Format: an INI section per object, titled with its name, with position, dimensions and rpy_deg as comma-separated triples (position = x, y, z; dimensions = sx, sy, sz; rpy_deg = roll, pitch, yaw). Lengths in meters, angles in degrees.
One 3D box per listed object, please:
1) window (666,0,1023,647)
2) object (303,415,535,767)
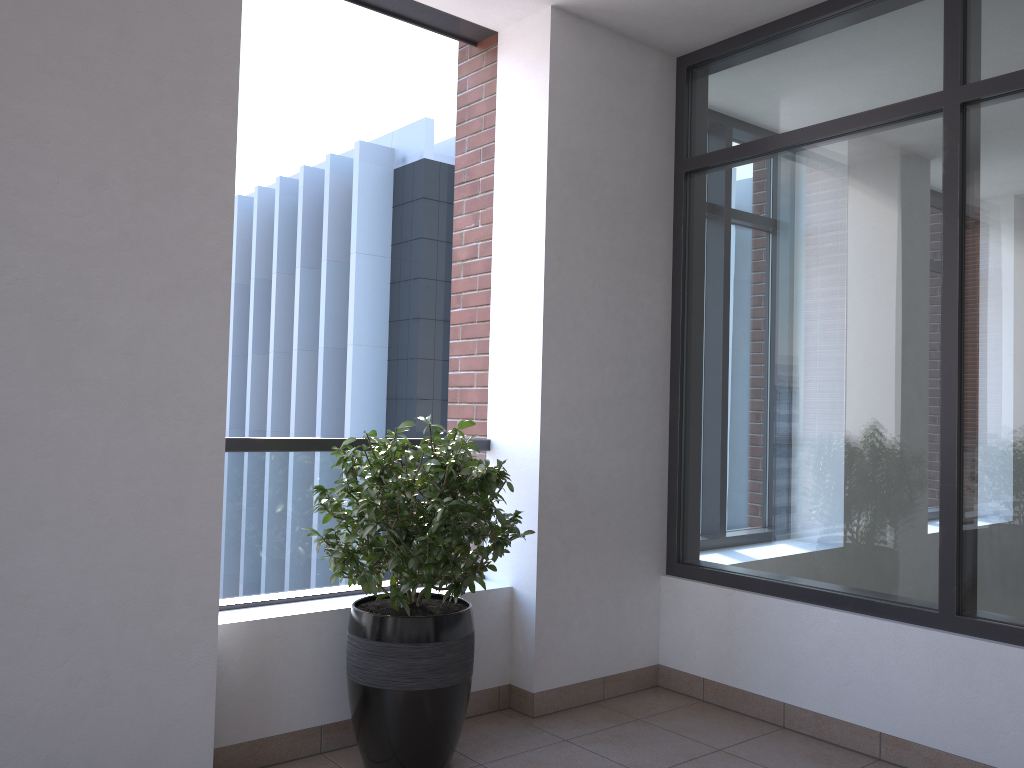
[window]
position = 2.386, -0.351, 2.223
dimensions = 0.170, 2.402, 5.002
rpy_deg = 3, -3, -39
[object]
position = -0.337, 0.771, 3.026
dimensions = 0.731, 1.338, 0.721
rpy_deg = 3, -3, -36
